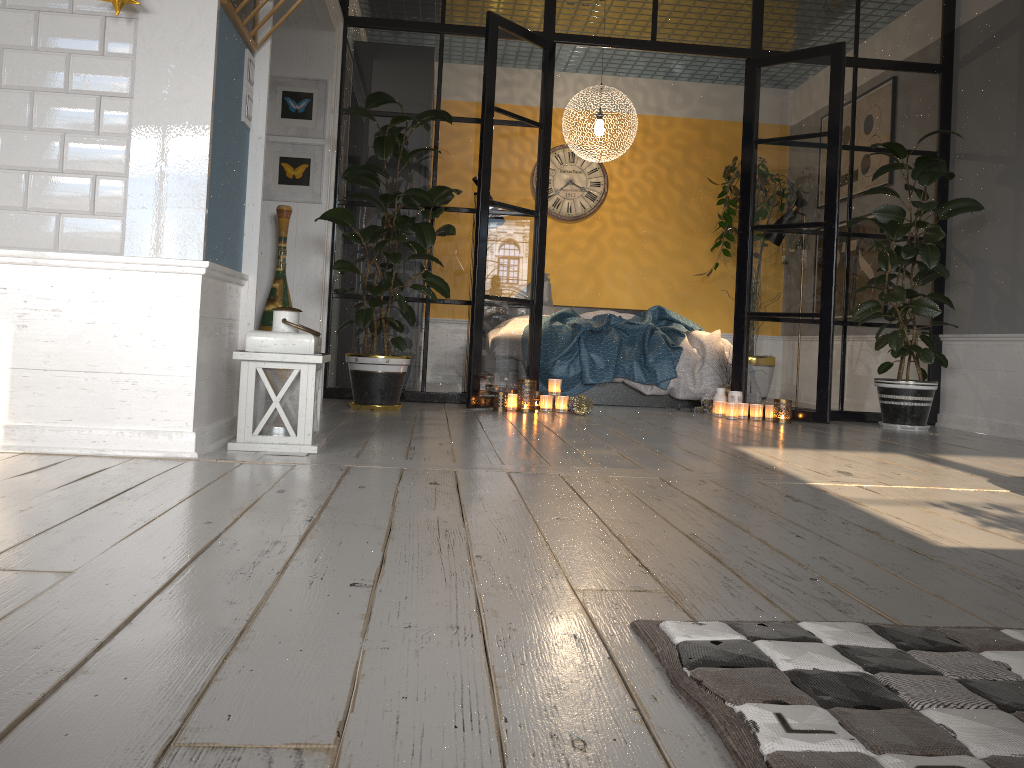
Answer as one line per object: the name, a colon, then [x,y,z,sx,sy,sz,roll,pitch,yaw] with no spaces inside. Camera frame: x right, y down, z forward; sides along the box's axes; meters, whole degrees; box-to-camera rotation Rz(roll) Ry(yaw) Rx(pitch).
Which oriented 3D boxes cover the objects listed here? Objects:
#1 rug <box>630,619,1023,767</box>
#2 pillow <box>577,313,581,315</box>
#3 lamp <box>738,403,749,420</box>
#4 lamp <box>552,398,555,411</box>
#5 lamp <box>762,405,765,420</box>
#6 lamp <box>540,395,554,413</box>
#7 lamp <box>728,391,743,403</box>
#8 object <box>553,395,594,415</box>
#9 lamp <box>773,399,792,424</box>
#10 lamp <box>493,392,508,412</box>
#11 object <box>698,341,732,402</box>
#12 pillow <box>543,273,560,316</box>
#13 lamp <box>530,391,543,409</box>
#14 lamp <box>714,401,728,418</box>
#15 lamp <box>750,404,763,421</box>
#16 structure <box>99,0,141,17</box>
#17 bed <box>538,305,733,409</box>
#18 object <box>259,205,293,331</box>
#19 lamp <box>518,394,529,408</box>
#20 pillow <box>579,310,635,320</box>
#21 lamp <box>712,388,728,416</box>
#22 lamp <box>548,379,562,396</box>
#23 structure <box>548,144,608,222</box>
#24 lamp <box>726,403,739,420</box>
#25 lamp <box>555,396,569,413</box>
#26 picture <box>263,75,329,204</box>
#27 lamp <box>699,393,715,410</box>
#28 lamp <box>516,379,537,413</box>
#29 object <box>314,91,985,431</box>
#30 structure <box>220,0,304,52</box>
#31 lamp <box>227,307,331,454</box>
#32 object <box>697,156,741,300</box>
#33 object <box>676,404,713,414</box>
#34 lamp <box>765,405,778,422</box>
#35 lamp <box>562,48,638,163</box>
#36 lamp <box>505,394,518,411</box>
rug: [1.503,0.434,0.496,2.525,0.034,1.771,3,3,-5]
pillow: [0.825,-0.487,7.947,0.775,0.297,0.527,3,2,-5]
lamp: [1.419,0.168,5.460,0.081,0.099,0.080,3,0,35]
lamp: [0.254,0.125,5.337,0.069,0.080,0.069,3,0,3]
lamp: [1.542,0.176,5.506,0.063,0.091,0.063,3,0,-23]
lamp: [0.203,0.117,5.231,0.081,0.099,0.080,3,0,35]
lamp: [1.404,0.130,5.567,0.089,0.166,0.092,3,-1,-39]
object: [0.349,0.114,5.438,0.192,0.118,0.718,2,3,-16]
lamp: [1.623,0.164,5.311,0.107,0.141,0.108,3,0,-41]
lamp: [-0.065,0.104,5.127,0.084,0.110,0.084,3,0,-29]
object: [1.487,-0.057,5.907,0.438,0.522,0.278,3,0,35]
pillow: [0.142,-0.647,7.482,0.782,0.599,0.499,3,0,1]
lamp: [0.149,0.100,5.459,0.081,0.106,0.081,3,0,-5]
lamp: [1.306,0.159,5.537,0.080,0.099,0.081,3,0,-41]
lamp: [1.496,0.174,5.417,0.081,0.099,0.080,3,0,35]
structure: [-1.153,-1.308,2.634,0.134,0.448,0.078,3,-1,-17]
bed: [0.729,-0.280,7.097,1.897,0.770,2.324,3,2,-5]
object: [-1.343,-0.467,5.099,0.215,1.125,0.215,3,-1,-11]
lamp: [0.061,0.109,5.260,0.081,0.099,0.080,3,0,35]
pillow: [0.834,-0.520,7.544,0.485,0.227,0.592,5,3,44]
lamp: [1.332,0.116,5.662,0.092,0.180,0.092,3,-1,15]
lamp: [0.253,0.021,5.232,0.081,0.099,0.080,3,0,35]
structure: [0.544,-1.884,8.277,0.726,0.725,0.070,3,-1,-5]
lamp: [1.345,0.167,5.409,0.081,0.099,0.080,3,0,35]
lamp: [0.295,0.122,5.232,0.081,0.099,0.080,3,0,35]
picture: [-1.218,-1.421,4.358,0.359,0.753,1.947,3,2,-5]
lamp: [1.307,0.131,5.895,0.108,0.131,0.096,3,0,-35]
lamp: [0.085,0.070,5.156,0.115,0.187,0.115,3,0,-6]
object: [0.875,-0.693,5.160,3.894,1.797,1.011,3,0,-6]
structure: [-0.818,-1.578,3.000,0.185,0.776,0.495,3,0,-5]
lamp: [-0.783,-0.025,3.026,0.286,0.478,0.287,3,0,-6]
object: [2.215,-0.965,7.994,1.342,2.207,1.250,3,0,-18]
object: [1.212,0.168,5.882,0.087,0.053,0.327,2,3,-41]
lamp: [1.585,0.179,5.404,0.081,0.099,0.080,3,0,35]
lamp: [0.724,-2.350,7.196,0.617,1.097,0.615,3,0,36]
lamp: [-0.005,0.108,5.196,0.081,0.099,0.080,3,0,35]
